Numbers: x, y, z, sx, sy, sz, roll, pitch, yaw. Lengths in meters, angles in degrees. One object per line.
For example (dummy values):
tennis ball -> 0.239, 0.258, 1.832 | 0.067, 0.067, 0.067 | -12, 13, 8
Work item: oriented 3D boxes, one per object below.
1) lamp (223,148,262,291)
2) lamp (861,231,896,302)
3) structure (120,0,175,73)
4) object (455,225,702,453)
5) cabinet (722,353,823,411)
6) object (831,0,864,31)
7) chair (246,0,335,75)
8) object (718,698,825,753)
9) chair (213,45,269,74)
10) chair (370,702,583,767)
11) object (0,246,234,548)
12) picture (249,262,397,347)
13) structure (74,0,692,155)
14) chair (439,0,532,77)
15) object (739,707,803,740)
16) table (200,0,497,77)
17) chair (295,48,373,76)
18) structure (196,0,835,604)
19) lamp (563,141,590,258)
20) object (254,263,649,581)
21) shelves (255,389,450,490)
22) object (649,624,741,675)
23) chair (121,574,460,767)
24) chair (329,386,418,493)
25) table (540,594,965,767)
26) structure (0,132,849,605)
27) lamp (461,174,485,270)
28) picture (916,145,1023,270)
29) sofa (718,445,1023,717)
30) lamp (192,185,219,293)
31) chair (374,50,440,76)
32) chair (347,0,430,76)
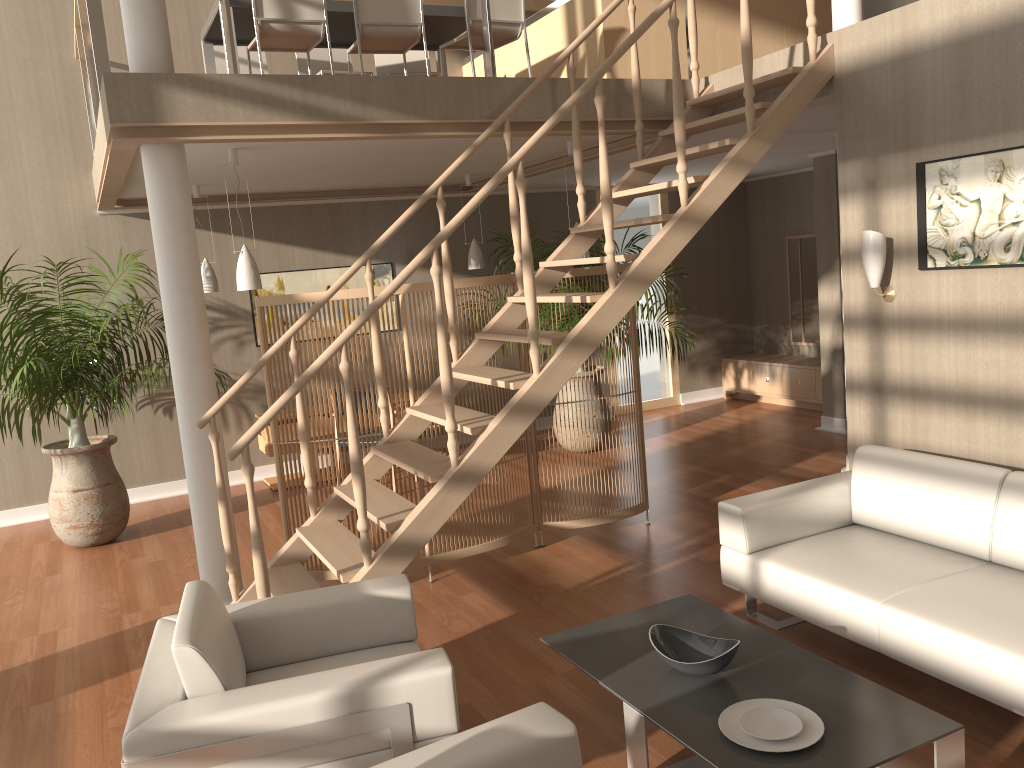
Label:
lamp -> -1.551, -0.939, 5.081 | 0.139, 0.800, 0.139 | -6, 8, -11
lamp -> 1.756, -0.563, 4.260 | 0.153, 0.353, 0.112 | -9, 9, -25
structure -> -1.822, -2.626, 4.094 | 0.200, 2.400, 0.200 | -9, 9, -25
object -> 0.552, -0.339, 7.857 | 2.157, 2.304, 2.109 | -11, 10, -36
cabinet -> 2.982, -0.013, 9.137 | 0.500, 0.458, 1.911 | -9, 9, -25
object -> 2.198, -3.219, 5.871 | 0.200, 2.400, 0.200 | -9, 9, -25
chair -> -1.362, -2.028, 5.358 | 0.430, 0.796, 0.496 | -9, 9, -25
object -> 0.750, 0.994, 2.571 | 0.294, 0.020, 0.294 | 1, 10, 36
chair -> -1.890, -2.120, 6.373 | 0.430, 0.796, 0.496 | -9, 9, -30
chair -> -0.062, 1.117, 1.737 | 0.905, 0.740, 0.900 | -9, 9, -30
object -> -3.075, 0.209, 6.158 | 2.109, 2.304, 2.157 | -10, 9, -32
picture -> -1.670, -0.725, 7.971 | 1.317, 0.633, 0.010 | -9, 9, -25
structure -> -1.149, -2.205, 6.153 | 3.300, 0.900, 3.475 | -9, 9, -25
chair -> -0.191, -2.182, 5.740 | 0.430, 0.796, 0.496 | -9, 9, -30
object -> 0.750, 0.991, 2.571 | 0.178, 0.020, 0.178 | -3, 8, 14
table -> -1.115, -2.126, 6.143 | 1.800, 0.740, 0.900 | -9, 9, -25
chair -> -1.285, -2.192, 6.516 | 0.430, 0.796, 0.496 | -9, 9, -30
structure -> 0.045, -0.679, 4.302 | 3.150, 3.578, 1.000 | -9, 9, -25
lamp -> 0.429, -1.240, 6.021 | 0.139, 0.800, 0.139 | -4, 8, 10
object -> -0.203, 0.177, 5.014 | 2.229, 1.542, 0.233 | -8, 8, -20
shelves -> -1.339, 0.474, 7.762 | 1.600, 0.590, 0.658 | -9, 9, -25
object -> 0.610, 0.899, 2.967 | 0.317, 0.125, 0.223 | 1, 10, 36
chair -> -0.697, 1.019, 2.868 | 0.905, 0.740, 0.900 | -7, 8, -15
chair -> -1.110, 0.419, 7.104 | 0.582, 0.856, 0.509 | -3, 8, 14
table -> 0.704, 1.105, 2.945 | 0.700, 0.293, 1.260 | -9, 9, -25
structure -> 2.137, -0.455, 5.207 | 10.775, 2.533, 8.342 | -9, 9, -25
lamp -> -0.339, -1.387, 7.595 | 0.139, 0.800, 0.139 | 1, 10, 39
picture -> 2.210, -0.707, 3.408 | 0.018, 0.487, 1.531 | -9, 9, -25
sofa -> 1.715, 0.739, 3.380 | 0.905, 0.740, 1.781 | -9, 9, -25
lamp -> -2.320, -1.086, 6.655 | 0.139, 0.800, 0.139 | 1, 10, 39
chair -> -0.779, -2.270, 6.765 | 0.430, 0.796, 0.496 | -7, 8, -15
chair -> -0.806, -2.111, 5.615 | 0.430, 0.796, 0.496 | -8, 8, -20
